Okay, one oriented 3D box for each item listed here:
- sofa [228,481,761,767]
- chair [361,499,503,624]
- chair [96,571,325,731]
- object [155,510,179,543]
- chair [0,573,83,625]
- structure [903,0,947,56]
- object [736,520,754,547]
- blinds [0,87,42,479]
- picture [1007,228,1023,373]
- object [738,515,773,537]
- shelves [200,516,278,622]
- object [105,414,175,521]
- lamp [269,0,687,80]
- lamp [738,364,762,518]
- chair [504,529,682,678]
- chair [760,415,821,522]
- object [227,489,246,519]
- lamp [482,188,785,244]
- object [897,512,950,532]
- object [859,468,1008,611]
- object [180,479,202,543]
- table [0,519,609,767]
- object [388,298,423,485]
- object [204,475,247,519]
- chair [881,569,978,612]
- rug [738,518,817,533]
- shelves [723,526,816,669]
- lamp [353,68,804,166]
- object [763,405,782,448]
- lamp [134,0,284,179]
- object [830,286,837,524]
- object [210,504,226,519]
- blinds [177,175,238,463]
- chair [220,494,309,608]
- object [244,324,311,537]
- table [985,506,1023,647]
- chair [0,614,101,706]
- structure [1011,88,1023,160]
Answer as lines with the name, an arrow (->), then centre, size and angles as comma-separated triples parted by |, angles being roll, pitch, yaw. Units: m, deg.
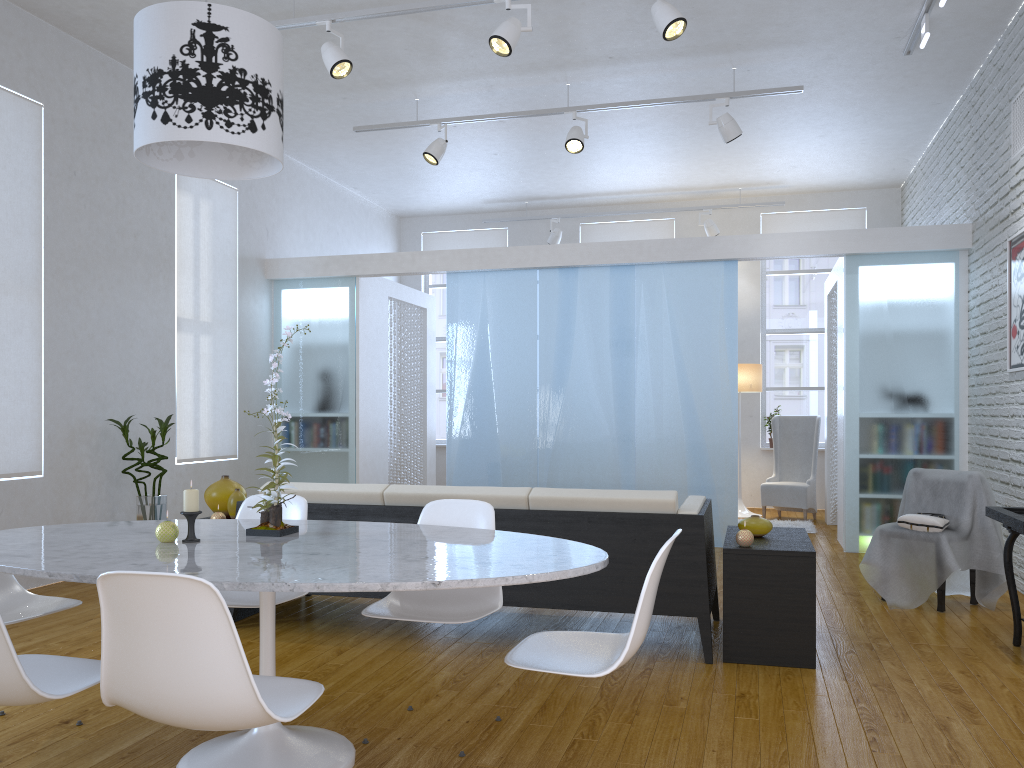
sofa -> 0.028, 0.815, 4.822 | 5.337, 0.679, 9.727 | 0, -2, 15
chair -> -0.235, 0.555, 2.771 | 0.405, 0.351, 0.419 | 0, -1, 19
chair -> -0.619, 0.525, 1.822 | 0.405, 0.351, 0.419 | 0, -1, 13
object -> -0.976, 0.401, 2.508 | 0.062, 0.091, 0.063 | 0, -1, -27
chair -> -1.585, 0.554, 2.713 | 0.419, 0.351, 0.406 | 0, -1, 17
structure -> 1.944, -2.038, 3.615 | 0.052, 0.182, 3.907 | 0, -2, 15
object -> 0.935, 0.599, 3.558 | 0.071, 0.104, 0.071 | -1, -1, 42
blinds -> -2.776, -0.548, 4.681 | 0.007, 2.110, 0.762 | 0, 0, 15
picture -> 2.740, -0.464, 4.667 | 0.010, 0.769, 0.921 | 0, -1, 15
object -> 1.054, 0.615, 3.840 | 0.147, 0.090, 0.146 | 1, -2, -33
shelves -> -1.401, 0.906, 4.487 | 0.349, 0.451, 0.730 | 0, -1, 15
object -> -2.323, 0.678, 5.541 | 0.380, 0.980, 0.484 | 0, 0, -13
lamp -> -0.123, -1.850, 4.426 | 3.118, 0.486, 0.223 | 0, 0, 15
lamp -> 2.200, 0.540, 8.553 | 0.413, 1.450, 0.413 | 0, 0, 34
chair -> 0.211, 0.538, 2.227 | 0.419, 0.351, 0.406 | 0, -1, 17
chair -> 2.583, 0.772, 8.203 | 0.472, 0.961, 0.378 | 0, 0, 40
object -> -1.357, 0.597, 4.378 | 0.095, 0.160, 0.095 | 0, -1, -33
lamp -> 1.194, -1.699, 9.172 | 3.118, 0.486, 0.197 | 0, 0, 13
object -> 2.132, 0.705, 4.531 | 0.224, 0.085, 0.232 | 1, -2, -39
object -> 2.176, 0.793, 4.602 | 0.635, 0.687, 0.645 | 1, -1, -36
object -> -0.911, 0.359, 2.518 | 0.059, 0.176, 0.059 | 0, 0, 0
table -> -0.683, 0.757, 2.476 | 1.910, 0.622, 1.071 | 0, -1, 14
object -> -1.004, 0.238, 8.334 | 0.051, 2.015, 0.923 | 0, 0, 15
object -> -1.459, 0.574, 4.515 | 0.207, 0.215, 0.207 | 1, -1, -33
chair -> 2.171, 0.803, 4.611 | 0.341, 0.664, 0.347 | 0, 0, -34
rug -> 2.078, 1.213, 7.712 | 1.095, 0.047, 0.756 | 0, -2, 15
shelves -> 1.098, 0.885, 3.812 | 0.349, 0.451, 0.730 | 0, -1, 15
lamp -> 0.352, -1.798, 6.051 | 3.117, 0.486, 0.205 | 0, 0, 13
object -> 2.707, 0.438, 9.134 | 0.237, 0.436, 0.175 | 0, 0, 40
lamp -> -0.851, -1.396, 2.502 | 0.399, 1.538, 0.400 | 0, 0, -18
object -> 2.695, 0.206, 7.335 | 0.051, 2.015, 0.923 | 0, 0, 15
object -> -1.387, 0.619, 4.186 | 0.071, 0.104, 0.071 | -1, -1, 42
blinds -> -2.259, -0.486, 6.597 | 0.007, 2.111, 0.762 | 0, 0, 15
chair -> -0.886, 0.562, 2.970 | 0.405, 0.351, 0.419 | 0, -1, 14
object -> -0.728, 0.138, 2.660 | 0.166, 0.638, 0.202 | 0, 0, 43
table -> 2.214, 0.814, 3.557 | 0.440, 0.578, 0.563 | 0, -1, 15
chair -> -1.131, 0.530, 1.973 | 0.405, 0.351, 0.419 | 0, -1, 18
structure -> 2.817, -1.447, 4.913 | 0.010, 0.334, 0.308 | 0, -1, 15
